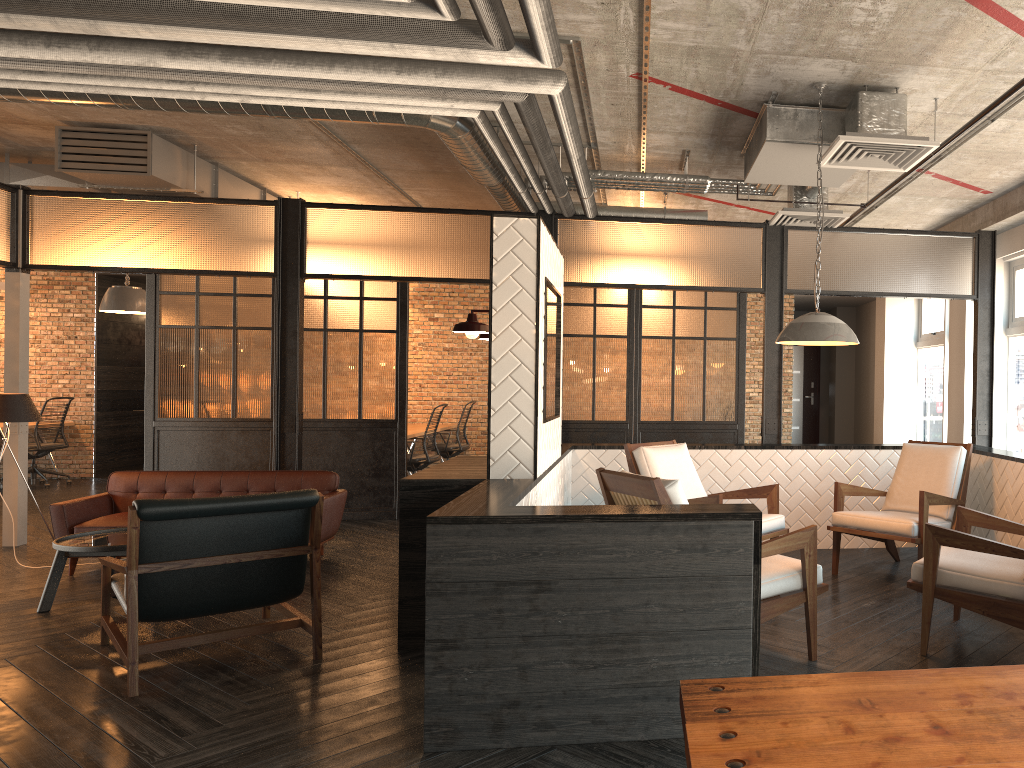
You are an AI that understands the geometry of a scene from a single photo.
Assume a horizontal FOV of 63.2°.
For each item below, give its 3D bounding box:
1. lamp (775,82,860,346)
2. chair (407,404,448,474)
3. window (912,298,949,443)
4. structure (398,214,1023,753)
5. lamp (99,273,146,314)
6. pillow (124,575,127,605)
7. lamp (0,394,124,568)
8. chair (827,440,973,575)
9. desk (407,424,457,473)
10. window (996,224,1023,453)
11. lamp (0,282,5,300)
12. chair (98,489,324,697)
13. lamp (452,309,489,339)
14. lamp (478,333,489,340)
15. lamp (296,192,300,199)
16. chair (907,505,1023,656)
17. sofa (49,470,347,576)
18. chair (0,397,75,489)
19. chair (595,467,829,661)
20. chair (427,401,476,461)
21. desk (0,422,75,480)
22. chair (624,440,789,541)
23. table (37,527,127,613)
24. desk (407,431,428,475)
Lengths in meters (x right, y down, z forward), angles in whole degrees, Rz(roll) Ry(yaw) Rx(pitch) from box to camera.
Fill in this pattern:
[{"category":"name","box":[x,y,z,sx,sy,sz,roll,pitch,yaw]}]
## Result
[{"category":"lamp","box":[1.834,-1.015,4.967,0.502,1.545,0.517,1,0,7]},{"category":"chair","box":[-1.092,0.741,9.054,0.723,1.063,0.677,1,0,-1]},{"category":"window","box":[5.307,-0.082,10.142,0.247,2.874,2.467,1,0,8]},{"category":"structure","box":[1.611,0.253,4.961,4.107,2.115,3.616,1,0,-1]},{"category":"lamp","box":[-3.888,-1.475,8.413,0.514,1.502,0.375,0,0,-38]},{"category":"pillow","box":[-1.355,0.821,3.821,0.786,0.334,0.216,1,0,-37]},{"category":"lamp","box":[-3.247,0.657,5.778,0.973,1.178,0.467,0,0,-41]},{"category":"chair","box":[2.763,0.872,5.821,1.090,0.907,0.610,1,0,-40]},{"category":"desk","box":[-1.293,0.909,10.596,0.817,0.720,1.625,1,0,5]},{"category":"window","box":[4.892,-0.085,7.385,0.247,2.874,2.467,1,0,8]},{"category":"lamp","box":[-6.682,-1.473,8.824,0.301,0.857,3.381,1,0,8]},{"category":"chair","box":[-1.445,0.874,3.970,0.869,0.795,0.866,1,0,-35]},{"category":"lamp","box":[-0.191,-0.319,4.331,0.263,0.171,0.165,1,0,-34]},{"category":"lamp","box":[-0.085,-0.318,5.036,0.263,0.171,0.165,1,0,-34]},{"category":"lamp","box":[-1.815,-1.410,9.596,0.301,0.857,3.381,1,0,8]},{"category":"chair","box":[2.539,0.870,4.188,0.815,0.907,0.820,1,0,34]},{"category":"sofa","box":[-2.111,0.943,5.809,1.688,0.637,0.646,1,0,-7]},{"category":"chair","box":[-5.716,0.680,9.913,0.723,1.063,0.677,1,0,-1]},{"category":"chair","box":[0.935,0.849,3.967,1.082,0.907,0.616,1,0,-32]},{"category":"chair","box":[-0.847,0.743,10.684,0.723,1.063,0.677,1,0,-1]},{"category":"desk","box":[-6.162,0.846,9.824,0.817,0.720,1.625,1,0,5]},{"category":"chair","box":[1.259,0.852,5.497,0.804,0.907,0.829,1,0,39]},{"category":"table","box":[-2.236,1.073,4.893,0.753,0.372,0.675,1,0,-6]},{"category":"desk","box":[-1.535,0.907,8.984,0.817,0.720,1.625,1,0,5]}]
